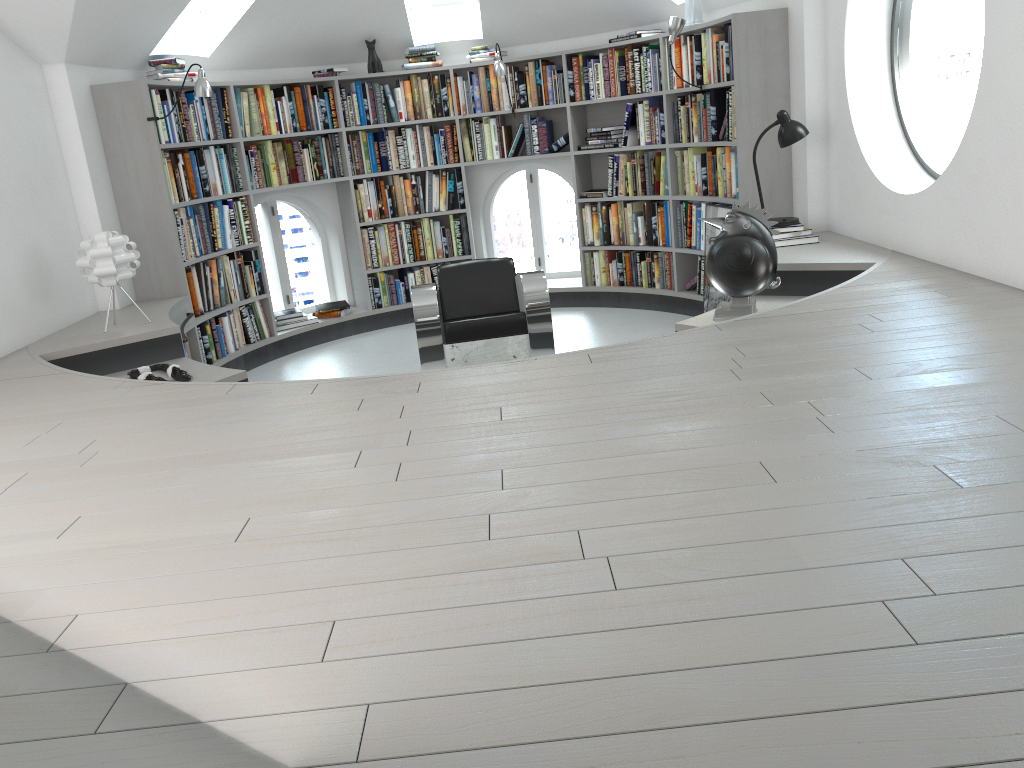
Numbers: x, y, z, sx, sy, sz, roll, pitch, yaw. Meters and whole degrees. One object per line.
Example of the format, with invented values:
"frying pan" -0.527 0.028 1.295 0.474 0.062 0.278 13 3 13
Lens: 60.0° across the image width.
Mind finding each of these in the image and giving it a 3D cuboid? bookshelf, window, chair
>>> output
"bookshelf" -0.379 -1.476 6.711 4.332 1.867 2.124 -6 16 0
"window" -0.866 -1.256 7.645 3.234 1.142 0.621 -10 16 -13
"window" -0.568 -3.168 6.265 4.055 0.708 1.947 -6 16 0
"chair" -0.198 -0.401 5.671 0.823 0.714 0.746 -8 16 -5
"window" 2.203 -1.704 4.292 0.104 1.459 1.481 -6 15 0

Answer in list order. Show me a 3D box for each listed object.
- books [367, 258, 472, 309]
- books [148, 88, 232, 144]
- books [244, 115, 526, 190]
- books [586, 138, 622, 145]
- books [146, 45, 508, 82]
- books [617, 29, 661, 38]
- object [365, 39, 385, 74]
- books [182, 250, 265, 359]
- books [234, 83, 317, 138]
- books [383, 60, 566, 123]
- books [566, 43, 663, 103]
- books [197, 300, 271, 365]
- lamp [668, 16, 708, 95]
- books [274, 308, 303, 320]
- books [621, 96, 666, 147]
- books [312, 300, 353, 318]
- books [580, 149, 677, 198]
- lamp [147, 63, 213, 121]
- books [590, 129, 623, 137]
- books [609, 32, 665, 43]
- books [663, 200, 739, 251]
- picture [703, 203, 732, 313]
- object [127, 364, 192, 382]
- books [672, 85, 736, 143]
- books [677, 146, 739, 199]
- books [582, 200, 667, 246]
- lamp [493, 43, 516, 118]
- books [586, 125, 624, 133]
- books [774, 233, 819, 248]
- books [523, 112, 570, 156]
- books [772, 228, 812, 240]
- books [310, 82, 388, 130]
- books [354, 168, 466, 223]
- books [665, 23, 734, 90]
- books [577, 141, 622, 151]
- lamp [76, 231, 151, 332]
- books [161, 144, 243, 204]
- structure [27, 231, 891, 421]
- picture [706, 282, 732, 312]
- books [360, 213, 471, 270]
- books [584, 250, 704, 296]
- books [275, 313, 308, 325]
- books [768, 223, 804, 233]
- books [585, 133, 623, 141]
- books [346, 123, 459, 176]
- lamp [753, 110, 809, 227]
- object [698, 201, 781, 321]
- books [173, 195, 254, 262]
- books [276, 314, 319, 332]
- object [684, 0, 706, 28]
"books" -0.792 -0.881 7.649 1.020 0.304 0.289 -11 16 -14
"books" -2.286 -1.812 6.013 0.300 0.358 1.041 -2 17 16
"books" -1.061 -1.883 7.184 2.533 0.368 0.594 -12 17 -18
"books" 0.785 -1.955 7.120 0.286 0.031 0.271 5 20 34
"books" -1.372 -2.463 6.813 2.823 0.172 0.751 -15 18 -28
"books" 0.961 -2.648 6.709 0.234 0.027 0.248 -14 18 -26
"object" -1.106 -2.635 7.146 0.147 0.263 0.203 -7 15 -3
"books" -2.175 -0.475 6.083 0.390 0.690 1.653 -4 16 10
"books" -1.875 -2.083 6.770 0.269 0.370 0.797 8 21 42
"books" -0.288 -2.410 7.284 1.565 0.364 0.397 -5 16 6
"books" 0.850 -2.403 6.823 0.971 0.365 0.307 9 21 42
"books" -2.116 -0.387 6.444 0.282 0.317 0.925 -1 17 18
"lamp" 1.188 -2.193 5.929 0.275 0.521 0.113 -9 15 -9
"books" -1.824 -0.567 7.190 0.214 0.036 0.228 -13 18 -22
"books" 1.097 -2.007 6.757 0.257 0.348 0.554 -20 21 -41
"books" -1.491 -0.615 7.366 0.318 0.099 0.294 -6 16 2
"books" 0.974 -1.658 6.964 0.975 0.349 0.253 8 21 41
"lamp" -2.087 -1.826 5.543 0.414 0.310 0.117 -7 15 -3
"books" 0.779 -2.015 7.104 0.214 0.036 0.227 -19 21 -38
"books" 0.964 -2.621 6.716 0.318 0.036 0.337 -18 20 -35
"books" 1.490 -1.135 6.346 0.304 0.356 1.191 -11 17 -18
"picture" 1.442 -0.779 6.063 0.090 0.857 0.582 -9 15 -9
"object" -1.743 -0.041 4.375 0.219 0.081 0.474 -18 20 -35
"books" 1.435 -1.853 6.097 0.280 0.355 1.059 -10 16 -13
"books" 1.484 -1.485 6.190 0.276 0.345 1.027 -10 17 -14
"books" 0.958 -1.305 7.124 0.873 0.348 0.273 8 21 40
"lamp" -0.069 -2.393 7.016 0.113 0.562 0.360 -5 15 7
"books" 0.775 -2.045 7.096 0.270 0.031 0.287 -12 17 -19
"books" 1.589 -0.870 5.310 0.365 0.042 0.391 -6 16 0
"books" 0.323 -2.068 7.276 0.399 0.338 0.226 -1 16 20
"books" 1.585 -0.905 5.301 0.286 0.034 0.306 -9 16 -9
"books" -1.344 -2.248 7.170 0.684 0.343 0.266 -13 17 -22
"books" -0.869 -1.598 7.463 0.999 0.349 0.299 -11 16 -16
"books" 1.391 -2.223 6.011 0.293 0.359 1.020 -11 17 -17
"books" 0.789 -1.924 7.128 0.388 0.042 0.368 7 21 38
"lamp" -2.189 -0.570 4.867 0.306 0.521 0.307 -9 15 -11
"books" -2.252 -1.447 6.131 0.303 0.345 1.096 -2 17 15
"structure" -0.264 -0.358 5.571 4.719 0.688 4.734 9 22 43
"picture" 1.419 -0.572 5.930 0.107 0.551 0.492 -9 16 -9
"books" -0.815 -1.232 7.566 1.033 0.355 0.294 -11 16 -14
"books" 1.167 -0.909 6.990 0.361 0.309 1.502 -18 20 -36
"books" -1.820 -0.537 7.198 0.270 0.031 0.287 -13 18 -22
"books" 1.582 -0.936 5.293 0.269 0.031 0.288 -3 16 10
"books" 0.782 -1.985 7.112 0.270 0.031 0.286 -19 21 -38
"books" -0.921 -1.970 7.407 1.029 0.356 0.302 -10 16 -14
"lamp" 1.580 -1.266 5.200 0.322 0.655 0.235 -2 15 15
"object" 1.097 -0.597 4.260 0.321 0.558 0.322 -14 17 -26
"books" -2.178 -1.081 6.190 0.260 0.356 1.027 -2 17 17
"books" -1.817 -0.505 7.207 0.367 0.042 0.389 -17 19 -32
"object" 1.245 -2.703 6.114 0.179 0.469 0.180 -4 15 9
